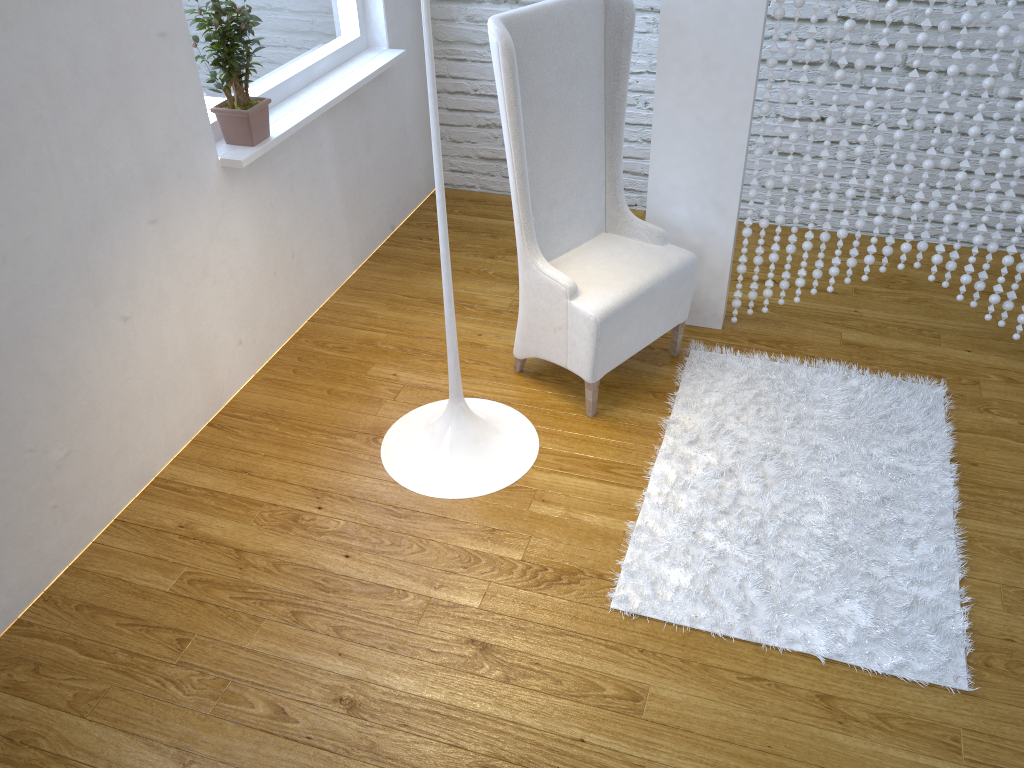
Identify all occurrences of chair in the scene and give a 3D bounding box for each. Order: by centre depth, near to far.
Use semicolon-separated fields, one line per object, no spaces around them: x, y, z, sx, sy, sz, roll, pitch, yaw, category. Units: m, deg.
0.225;-0.451;2.294;0.376;0.976;0.468;29;46;34;chair

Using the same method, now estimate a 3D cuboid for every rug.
0.697;0.220;2.139;0.755;0.048;1.080;10;38;16;rug

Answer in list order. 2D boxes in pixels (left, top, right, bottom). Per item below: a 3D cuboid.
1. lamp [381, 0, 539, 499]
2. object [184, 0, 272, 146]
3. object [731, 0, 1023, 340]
-0.153;-0.432;1.864;0.410;1.472;0.409;23;43;30;lamp
-0.707;-0.831;2.229;0.174;0.443;0.235;28;46;34;object
1.083;-0.944;2.004;0.921;2.047;0.050;10;38;15;object
